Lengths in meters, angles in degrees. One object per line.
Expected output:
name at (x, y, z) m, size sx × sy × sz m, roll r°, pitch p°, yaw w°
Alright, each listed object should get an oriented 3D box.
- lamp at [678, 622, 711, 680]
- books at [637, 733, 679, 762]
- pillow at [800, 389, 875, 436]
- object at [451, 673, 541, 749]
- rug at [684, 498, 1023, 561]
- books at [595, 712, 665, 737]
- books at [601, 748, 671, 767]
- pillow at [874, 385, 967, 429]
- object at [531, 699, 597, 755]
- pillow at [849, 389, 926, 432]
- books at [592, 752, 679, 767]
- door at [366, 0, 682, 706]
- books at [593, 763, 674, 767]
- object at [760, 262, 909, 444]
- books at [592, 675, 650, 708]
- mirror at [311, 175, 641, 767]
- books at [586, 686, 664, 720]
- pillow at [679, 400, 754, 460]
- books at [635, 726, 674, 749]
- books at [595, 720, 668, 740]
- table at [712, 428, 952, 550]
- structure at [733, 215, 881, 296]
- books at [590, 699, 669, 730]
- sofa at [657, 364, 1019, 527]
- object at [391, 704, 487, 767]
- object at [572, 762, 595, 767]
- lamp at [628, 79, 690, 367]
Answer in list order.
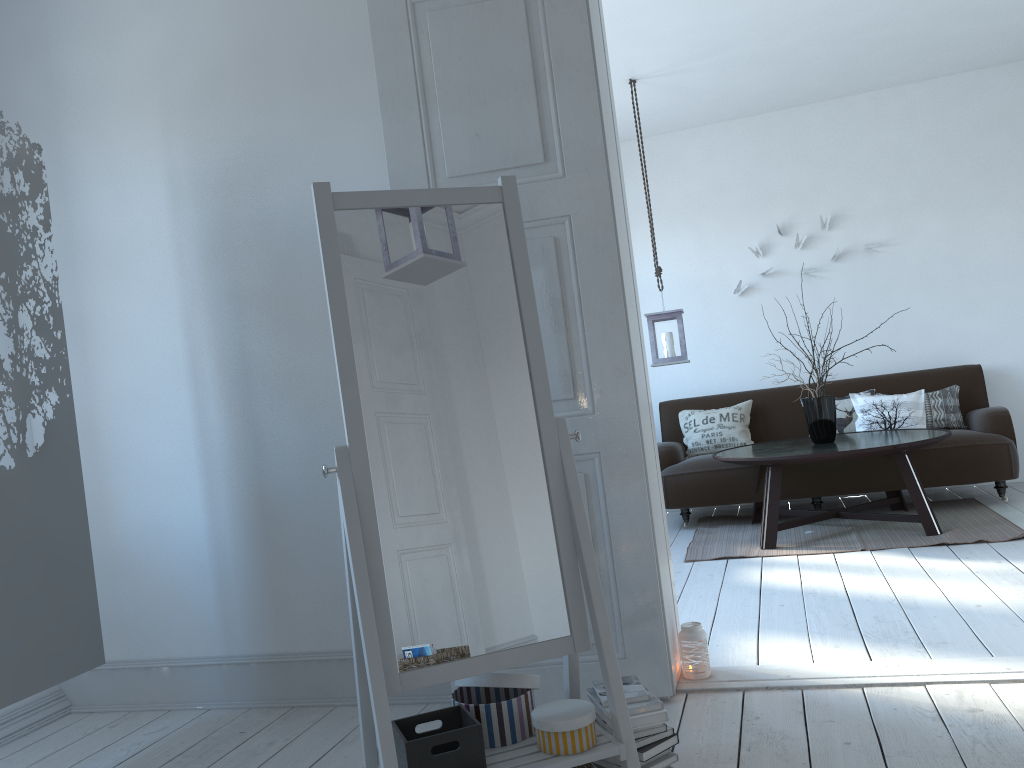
lamp at (0.581, 0.849, 2.826) m, size 0.089 × 0.166 × 0.089 m, roll -7°, pitch -1°, yaw 15°
books at (0.281, 0.846, 2.111) m, size 0.128 × 0.022 × 0.193 m, roll -6°, pitch -2°, yaw -41°
pillow at (2.188, 0.234, 5.906) m, size 0.473 × 0.347 × 0.158 m, roll -7°, pitch -1°, yaw 14°
object at (-0.038, 0.746, 2.122) m, size 0.207 × 0.159 × 0.241 m, roll -8°, pitch -1°, yaw 24°
rug at (1.886, 0.810, 5.145) m, size 1.711 × 0.055 × 1.455 m, roll -8°, pitch -1°, yaw 17°
books at (0.271, 0.793, 2.117) m, size 0.128 × 0.016 × 0.181 m, roll -7°, pitch -1°, yaw -13°
books at (0.273, 0.871, 2.122) m, size 0.128 × 0.022 × 0.167 m, roll -6°, pitch -2°, yaw -40°
pillow at (2.668, 0.175, 5.803) m, size 0.542 × 0.288 × 0.183 m, roll -7°, pitch -1°, yaw 17°
object at (0.118, 0.764, 1.978) m, size 0.142 × 0.074 × 0.142 m, roll -7°, pitch -1°, yaw 0°
pillow at (2.444, 0.189, 5.752) m, size 0.471 × 0.309 × 0.188 m, roll -7°, pitch -1°, yaw 17°
books at (0.283, 0.890, 2.115) m, size 0.132 × 0.017 × 0.187 m, roll -6°, pitch -2°, yaw -37°
door at (0.984, -0.371, 2.648) m, size 2.600 × 2.505 × 0.577 m, roll -7°, pitch 0°, yaw 16°
books at (0.286, 0.918, 2.116) m, size 0.128 × 0.016 × 0.181 m, roll -6°, pitch -2°, yaw -29°
object at (1.839, -0.200, 5.035) m, size 0.845 × 1.066 × 0.526 m, roll -7°, pitch -1°, yaw -13°
books at (0.259, 0.736, 2.129) m, size 0.111 × 0.014 × 0.156 m, roll -7°, pitch -1°, yaw -4°
mirror at (-0.112, 0.255, 2.022) m, size 0.610 × 1.488 × 0.417 m, roll -7°, pitch 0°, yaw -19°
books at (0.266, 0.751, 2.114) m, size 0.132 × 0.017 × 0.187 m, roll -7°, pitch -1°, yaw -11°
pillow at (1.429, 0.323, 6.170) m, size 0.519 × 0.367 × 0.239 m, roll -7°, pitch -1°, yaw 16°
books at (0.280, 0.826, 2.120) m, size 0.128 × 0.016 × 0.179 m, roll -6°, pitch -2°, yaw -31°
books at (0.273, 0.810, 2.120) m, size 0.128 × 0.016 × 0.177 m, roll -7°, pitch -1°, yaw -17°
table at (1.850, 0.587, 5.122) m, size 1.300 × 0.503 × 1.300 m, roll -7°, pitch -1°, yaw 6°
structure at (2.074, -0.938, 6.315) m, size 1.026 × 0.478 × 0.085 m, roll -7°, pitch 0°, yaw 16°
books at (0.274, 0.771, 2.109) m, size 0.128 × 0.026 × 0.200 m, roll -7°, pitch -1°, yaw -12°
sofa at (2.055, 0.406, 5.878) m, size 2.166 × 0.824 × 0.968 m, roll -7°, pitch -1°, yaw 16°
object at (-0.161, 0.784, 1.919) m, size 0.165 × 0.103 × 0.155 m, roll -7°, pitch -1°, yaw -19°
object at (0.086, 0.918, 2.009) m, size 0.185 × 0.140 × 0.295 m, roll -7°, pitch -1°, yaw -12°
lamp at (0.856, -0.992, 5.394) m, size 0.228 × 1.762 × 0.228 m, roll -7°, pitch 0°, yaw 13°
